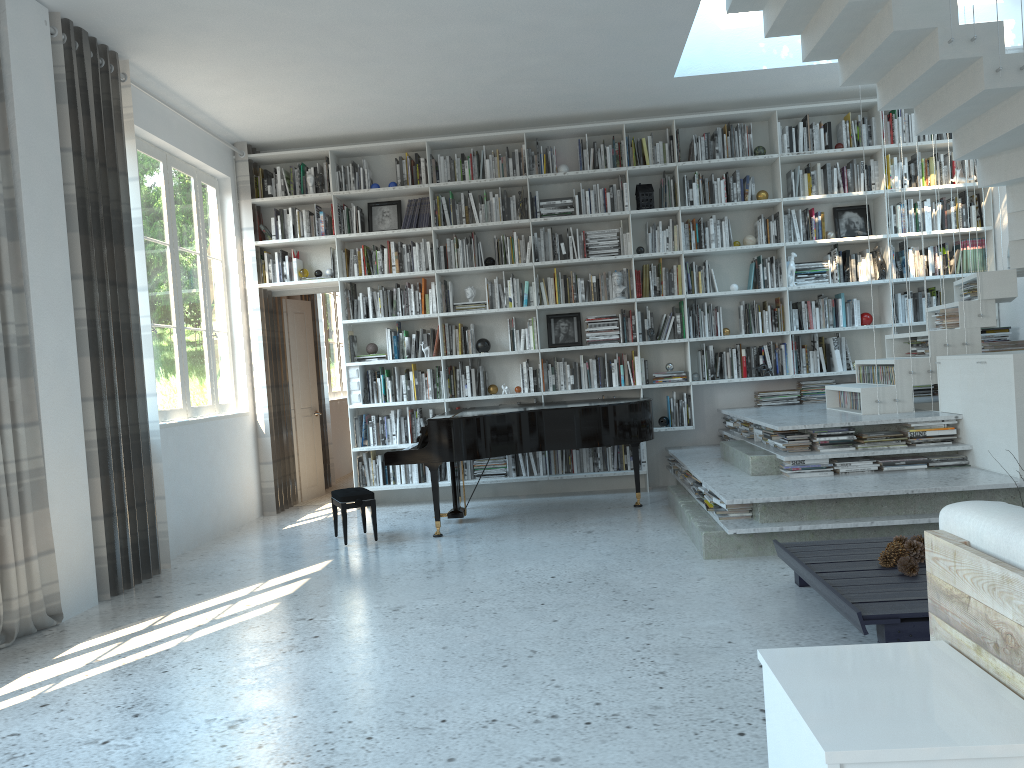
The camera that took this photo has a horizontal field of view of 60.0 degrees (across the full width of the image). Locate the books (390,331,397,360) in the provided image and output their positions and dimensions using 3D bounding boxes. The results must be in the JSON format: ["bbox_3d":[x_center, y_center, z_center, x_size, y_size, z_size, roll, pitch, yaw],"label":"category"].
[{"bbox_3d":[-1.036,-0.339,7.826,0.031,0.255,0.143,-4,1,4],"label":"books"}]

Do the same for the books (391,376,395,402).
[{"bbox_3d":[-1.038,0.041,7.850,0.016,0.231,0.136,-4,1,4],"label":"books"}]

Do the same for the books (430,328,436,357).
[{"bbox_3d":[-0.692,-0.360,7.799,0.021,0.251,0.154,-4,1,4],"label":"books"}]

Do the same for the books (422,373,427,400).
[{"bbox_3d":[-0.765,0.023,7.820,0.025,0.229,0.153,-4,1,4],"label":"books"}]

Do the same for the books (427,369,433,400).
[{"bbox_3d":[-0.711,0.001,7.796,0.021,0.265,0.185,-4,1,4],"label":"books"}]

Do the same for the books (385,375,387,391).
[{"bbox_3d":[-1.092,0.021,7.840,0.009,0.278,0.157,-4,1,4],"label":"books"}]

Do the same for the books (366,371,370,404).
[{"bbox_3d":[-1.260,0.029,7.858,0.008,0.285,0.159,-4,1,4],"label":"books"}]

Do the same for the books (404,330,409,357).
[{"bbox_3d":[-0.924,-0.344,7.803,0.011,0.250,0.172,-4,1,4],"label":"books"}]

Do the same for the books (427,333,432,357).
[{"bbox_3d":[-0.715,-0.338,7.798,0.027,0.209,0.143,-4,1,4],"label":"books"}]

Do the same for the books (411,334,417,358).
[{"bbox_3d":[-0.858,-0.330,7.820,0.056,0.214,0.142,-4,1,4],"label":"books"}]

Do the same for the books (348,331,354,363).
[{"bbox_3d":[-1.420,-0.327,7.856,0.012,0.285,0.159,-4,1,4],"label":"books"}]

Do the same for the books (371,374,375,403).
[{"bbox_3d":[-1.214,0.040,7.854,0.022,0.257,0.141,-4,1,4],"label":"books"}]

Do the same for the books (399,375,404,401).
[{"bbox_3d":[-0.969,0.036,7.842,0.045,0.230,0.138,-4,1,4],"label":"books"}]

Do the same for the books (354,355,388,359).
[{"bbox_3d":[-1.231,-0.240,7.837,0.285,0.012,0.159,-4,1,8],"label":"books"}]

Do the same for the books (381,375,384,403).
[{"bbox_3d":[-1.127,0.041,7.834,0.014,0.243,0.171,-4,1,4],"label":"books"}]

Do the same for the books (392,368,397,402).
[{"bbox_3d":[-1.017,0.005,7.813,0.019,0.300,0.180,-4,1,4],"label":"books"}]

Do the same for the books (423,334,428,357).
[{"bbox_3d":[-0.744,-0.335,7.790,0.030,0.207,0.172,-4,1,4],"label":"books"}]

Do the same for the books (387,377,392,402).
[{"bbox_3d":[-1.072,0.049,7.823,0.015,0.219,0.190,-4,1,4],"label":"books"}]

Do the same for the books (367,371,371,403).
[{"bbox_3d":[-1.249,0.026,7.855,0.016,0.290,0.152,-4,1,4],"label":"books"}]

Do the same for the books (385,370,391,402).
[{"bbox_3d":[-1.086,0.017,7.816,0.007,0.286,0.182,-4,1,4],"label":"books"}]

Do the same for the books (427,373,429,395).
[{"bbox_3d":[-0.725,0.011,7.815,0.010,0.246,0.160,-4,1,4],"label":"books"}]

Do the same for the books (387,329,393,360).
[{"bbox_3d":[-1.065,-0.345,7.820,0.024,0.273,0.150,-4,1,4],"label":"books"}]

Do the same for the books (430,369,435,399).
[{"bbox_3d":[-0.692,0.002,7.814,0.013,0.260,0.142,-4,1,4],"label":"books"}]

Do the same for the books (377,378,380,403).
[{"bbox_3d":[-1.161,0.056,7.843,0.015,0.218,0.176,-4,1,4],"label":"books"}]

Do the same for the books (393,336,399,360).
[{"bbox_3d":[-1.006,-0.317,7.795,0.029,0.208,0.189,-4,1,4],"label":"books"}]

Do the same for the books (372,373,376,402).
[{"bbox_3d":[-1.201,0.036,7.834,0.007,0.264,0.176,-4,1,4],"label":"books"}]

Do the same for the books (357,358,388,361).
[{"bbox_3d":[-1.229,-0.215,7.845,0.254,0.012,0.161,-4,1,5],"label":"books"}]

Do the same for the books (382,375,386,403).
[{"bbox_3d":[-1.117,0.040,7.820,0.009,0.244,0.184,-4,1,4],"label":"books"}]

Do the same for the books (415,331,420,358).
[{"bbox_3d":[-0.825,-0.347,7.817,0.013,0.242,0.141,-4,1,4],"label":"books"}]

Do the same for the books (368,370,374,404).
[{"bbox_3d":[-1.234,0.023,7.847,0.014,0.294,0.171,-4,1,4],"label":"books"}]

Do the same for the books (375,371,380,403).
[{"bbox_3d":[-1.175,0.026,7.836,0.008,0.280,0.164,-4,1,4],"label":"books"}]

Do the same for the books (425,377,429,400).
[{"bbox_3d":[-0.739,0.038,7.821,0.023,0.194,0.140,-4,1,4],"label":"books"}]

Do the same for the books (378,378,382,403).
[{"bbox_3d":[-1.147,0.056,7.829,0.015,0.217,0.180,-4,1,4],"label":"books"}]

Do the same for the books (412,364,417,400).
[{"bbox_3d":[-0.848,-0.018,7.812,0.021,0.323,0.171,-4,1,4],"label":"books"}]

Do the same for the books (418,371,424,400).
[{"bbox_3d":[-0.793,0.015,7.806,0.028,0.249,0.159,-4,1,4],"label":"books"}]

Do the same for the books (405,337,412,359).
[{"bbox_3d":[-0.902,-0.315,7.790,0.029,0.190,0.188,-4,1,4],"label":"books"}]

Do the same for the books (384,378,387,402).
[{"bbox_3d":[-1.101,0.055,7.851,0.016,0.211,0.145,-4,1,4],"label":"books"}]

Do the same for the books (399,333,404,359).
[{"bbox_3d":[-0.964,-0.332,7.831,0.030,0.231,0.147,-4,1,4],"label":"books"}]

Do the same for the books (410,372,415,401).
[{"bbox_3d":[-0.866,0.017,7.817,0.026,0.254,0.176,-4,1,4],"label":"books"}]

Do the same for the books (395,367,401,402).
[{"bbox_3d":[-1.001,0.001,7.824,0.012,0.306,0.189,-4,1,4],"label":"books"}]

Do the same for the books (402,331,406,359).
[{"bbox_3d":[-0.939,-0.342,7.823,0.022,0.249,0.129,-4,1,4],"label":"books"}]

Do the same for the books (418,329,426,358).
[{"bbox_3d":[-0.790,-0.356,7.800,0.060,0.255,0.158,-4,1,4],"label":"books"}]

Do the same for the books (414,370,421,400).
[{"bbox_3d":[-0.821,0.011,7.803,0.028,0.260,0.181,-4,1,4],"label":"books"}]

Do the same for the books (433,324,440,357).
[{"bbox_3d":[-0.644,-0.376,7.756,0.082,0.276,0.228,-4,1,4],"label":"books"}]

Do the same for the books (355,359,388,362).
[{"bbox_3d":[-1.228,-0.203,7.840,0.285,0.012,0.159,-4,1,7],"label":"books"}]

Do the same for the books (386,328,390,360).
[{"bbox_3d":[-1.083,-0.350,7.822,0.012,0.285,0.159,-4,1,4],"label":"books"}]

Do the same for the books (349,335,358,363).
[{"bbox_3d":[-1.400,-0.307,7.846,0.028,0.243,0.156,-4,1,4],"label":"books"}]

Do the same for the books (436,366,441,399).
[{"bbox_3d":[-0.641,-0.014,7.790,0.014,0.286,0.179,-4,1,4],"label":"books"}]

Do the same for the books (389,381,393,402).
[{"bbox_3d":[-1.055,0.063,7.818,0.016,0.189,0.183,-4,1,4],"label":"books"}]

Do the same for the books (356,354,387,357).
[{"bbox_3d":[-1.231,-0.252,7.844,0.254,0.012,0.161,-4,1,5],"label":"books"}]

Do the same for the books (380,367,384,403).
[{"bbox_3d":[-1.140,0.006,7.836,0.006,0.315,0.145,-4,1,4],"label":"books"}]

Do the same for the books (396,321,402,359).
[{"bbox_3d":[-0.989,-0.382,7.825,0.011,0.336,0.153,-4,1,4],"label":"books"}]

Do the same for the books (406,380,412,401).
[{"bbox_3d":[-0.891,0.056,7.810,0.029,0.181,0.190,-4,1,4],"label":"books"}]

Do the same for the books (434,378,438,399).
[{"bbox_3d":[-0.663,0.039,7.813,0.041,0.181,0.141,-4,1,4],"label":"books"}]

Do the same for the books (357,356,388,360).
[{"bbox_3d":[-1.230,-0.228,7.840,0.254,0.012,0.161,-4,1,1],"label":"books"}]

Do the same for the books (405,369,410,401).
[{"bbox_3d":[-0.916,0.007,7.819,0.014,0.282,0.150,-4,1,4],"label":"books"}]

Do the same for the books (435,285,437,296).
[{"bbox_3d":[-0.643,-0.735,7.791,0.036,0.257,0.123,-4,1,4],"label":"books"}]

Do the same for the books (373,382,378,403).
[{"bbox_3d":[-1.186,0.072,7.818,0.019,0.189,0.193,-4,1,4],"label":"books"}]

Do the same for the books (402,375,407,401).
[{"bbox_3d":[-0.934,0.034,7.822,0.027,0.230,0.159,-4,1,4],"label":"books"}]
